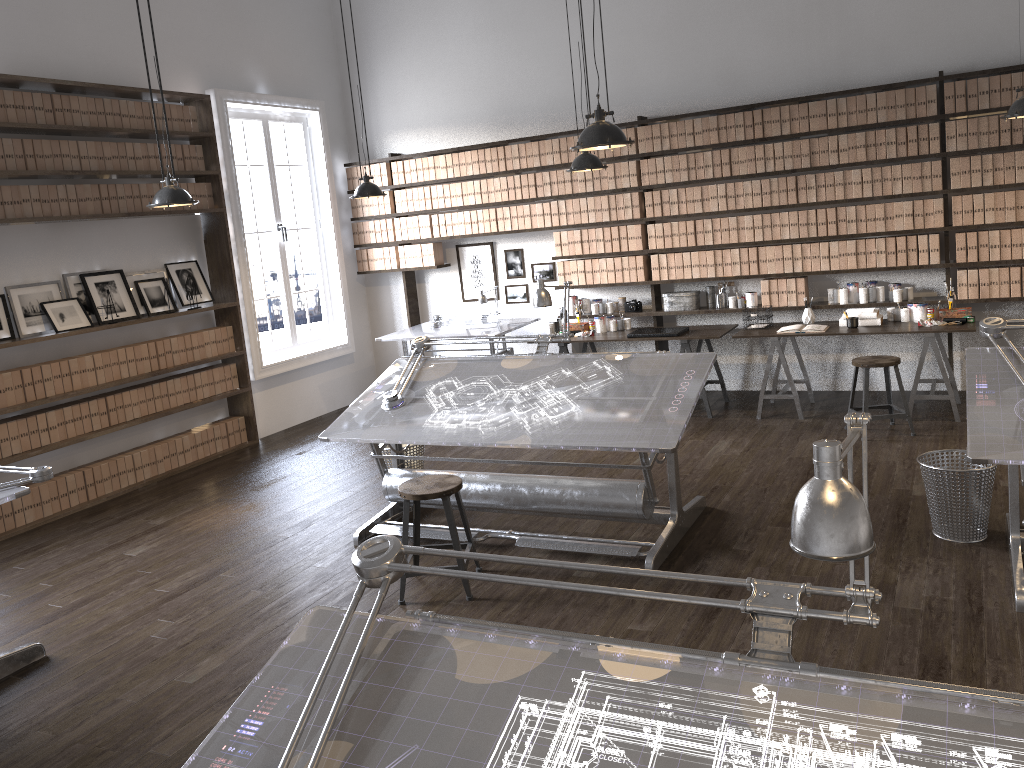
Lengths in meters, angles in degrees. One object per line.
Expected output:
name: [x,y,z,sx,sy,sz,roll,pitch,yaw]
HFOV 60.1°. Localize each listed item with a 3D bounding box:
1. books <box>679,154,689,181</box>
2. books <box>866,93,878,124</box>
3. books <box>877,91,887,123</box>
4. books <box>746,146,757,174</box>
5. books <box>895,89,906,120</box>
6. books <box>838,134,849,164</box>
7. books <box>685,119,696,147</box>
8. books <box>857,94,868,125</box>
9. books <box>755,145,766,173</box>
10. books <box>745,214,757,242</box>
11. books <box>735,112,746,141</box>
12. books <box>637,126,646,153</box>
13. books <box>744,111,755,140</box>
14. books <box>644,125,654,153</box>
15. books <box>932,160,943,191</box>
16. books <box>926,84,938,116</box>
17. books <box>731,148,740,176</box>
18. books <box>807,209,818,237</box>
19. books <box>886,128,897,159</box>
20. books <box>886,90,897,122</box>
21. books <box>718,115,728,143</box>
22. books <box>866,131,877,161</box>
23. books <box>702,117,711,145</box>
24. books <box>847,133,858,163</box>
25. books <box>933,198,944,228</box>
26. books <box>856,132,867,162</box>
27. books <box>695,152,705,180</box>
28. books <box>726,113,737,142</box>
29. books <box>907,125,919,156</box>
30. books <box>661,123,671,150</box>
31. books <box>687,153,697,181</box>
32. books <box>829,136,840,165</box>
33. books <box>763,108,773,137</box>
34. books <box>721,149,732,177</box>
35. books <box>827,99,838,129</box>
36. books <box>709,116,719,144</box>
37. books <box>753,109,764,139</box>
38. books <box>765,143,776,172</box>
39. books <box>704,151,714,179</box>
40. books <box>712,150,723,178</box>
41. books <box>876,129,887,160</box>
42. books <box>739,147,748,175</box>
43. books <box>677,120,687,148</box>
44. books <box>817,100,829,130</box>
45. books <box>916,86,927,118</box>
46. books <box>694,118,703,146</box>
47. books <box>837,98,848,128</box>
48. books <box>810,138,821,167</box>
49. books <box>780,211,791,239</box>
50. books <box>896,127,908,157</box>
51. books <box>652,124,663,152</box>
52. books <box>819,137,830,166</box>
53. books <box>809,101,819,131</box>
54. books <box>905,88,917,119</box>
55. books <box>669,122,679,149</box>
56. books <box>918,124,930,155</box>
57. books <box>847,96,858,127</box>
books: [1.475,-1.822,7.482,0.067,0.224,0.176,-2,10,28]
books: [2.756,-2.099,6.768,0.067,0.224,0.176,-2,10,28]
books: [2.822,-2.099,6.736,0.066,0.224,0.176,-2,10,27]
books: [1.970,-1.824,7.225,0.067,0.224,0.176,-2,10,28]
books: [2.935,-2.099,6.674,0.067,0.224,0.176,-2,10,28]
books: [2.596,-1.827,6.905,0.066,0.224,0.176,-2,10,28]
books: [1.512,-2.094,7.413,0.067,0.224,0.176,-2,10,27]
books: [2.696,-2.099,6.804,0.066,0.224,0.176,-2,10,27]
books: [2.034,-1.824,7.192,0.066,0.224,0.176,-2,10,27]
books: [1.983,-1.284,7.325,0.066,0.224,0.176,-2,10,27]
books: [1.878,-2.096,7.224,0.066,0.224,0.176,-2,10,27]
books: [1.143,-2.094,7.608,0.066,0.224,0.176,-2,10,27]
books: [1.943,-2.097,7.196,0.066,0.224,0.176,-2,10,27]
books: [1.197,-2.093,7.575,0.067,0.224,0.176,-2,10,28]
books: [3.193,-1.560,6.648,0.066,0.224,0.176,-2,10,28]
books: [3.122,-2.100,6.579,0.066,0.224,0.176,-2,10,28]
books: [1.859,-1.825,7.291,0.066,0.224,0.176,-2,10,28]
books: [2.418,-1.286,7.100,0.066,0.224,0.176,-2,10,28]
books: [2.896,-1.828,6.748,0.066,0.224,0.176,-2,10,27]
books: [2.878,-2.100,6.709,0.066,0.224,0.176,-2,10,27]
books: [1.754,-2.096,7.293,0.066,0.224,0.176,-2,10,28]
books: [2.772,-1.828,6.816,0.066,0.224,0.176,-2,10,28]
books: [1.634,-2.096,7.354,0.066,0.224,0.176,-2,10,28]
books: [2.652,-1.828,6.877,0.066,0.224,0.176,-2,10,28]
books: [3.221,-1.288,6.679,0.067,0.224,0.176,-2,10,28]
books: [2.710,-1.827,6.842,0.067,0.224,0.176,-2,10,27]
books: [1.600,-1.824,7.424,0.066,0.224,0.176,-2,10,27]
books: [1.817,-2.096,7.260,0.066,0.224,0.176,-2,10,28]
books: [3.025,-1.828,6.680,0.067,0.224,0.176,-2,10,28]
books: [1.327,-2.094,7.511,0.066,0.224,0.176,-2,10,27]
books: [1.537,-1.824,7.457,0.066,0.224,0.176,-2,10,27]
books: [2.531,-1.826,6.936,0.067,0.224,0.176,-2,10,27]
books: [2.075,-2.097,7.127,0.066,0.224,0.176,-2,10,27]
books: [1.790,-1.824,7.320,0.067,0.224,0.176,-2,10,27]
books: [2.505,-2.097,6.897,0.066,0.224,0.176,-2,10,28]
books: [1.691,-2.095,7.319,0.067,0.224,0.176,-2,10,27]
books: [2.007,-2.096,7.156,0.067,0.224,0.176,-2,10,28]
books: [2.100,-1.825,7.162,0.066,0.224,0.176,-2,10,27]
books: [1.661,-1.823,7.388,0.066,0.224,0.176,-2,10,28]
books: [1.726,-1.825,7.359,0.066,0.224,0.176,-2,10,28]
books: [2.835,-1.828,6.784,0.066,0.224,0.176,-2,10,28]
books: [1.916,-1.825,7.258,0.066,0.224,0.176,-2,10,27]
books: [1.452,-2.095,7.449,0.066,0.224,0.176,-2,10,28]
books: [2.441,-2.097,6.930,0.067,0.224,0.176,-2,10,27]
books: [3.061,-2.101,6.615,0.066,0.224,0.176,-2,10,27]
books: [1.577,-2.095,7.381,0.066,0.224,0.176,-2,10,28]
books: [2.571,-2.098,6.866,0.066,0.224,0.176,-2,10,28]
books: [2.409,-1.827,7.006,0.066,0.224,0.176,-2,10,28]
books: [2.233,-1.285,7.195,0.066,0.224,0.176,-2,10,28]
books: [2.961,-1.829,6.719,0.066,0.224,0.176,-2,10,27]
books: [1.261,-2.093,7.541,0.066,0.224,0.176,-2,10,27]
books: [2.470,-1.827,6.972,0.066,0.224,0.176,-2,10,28]
books: [2.387,-2.098,6.963,0.066,0.224,0.176,-2,10,28]
books: [2.998,-2.101,6.648,0.066,0.224,0.176,-2,10,27]
books: [1.391,-2.095,7.482,0.066,0.224,0.176,-2,10,28]
books: [3.094,-1.829,6.650,0.066,0.224,0.176,-2,10,27]
books: [2.635,-2.099,6.837,0.066,0.224,0.176,-2,10,27]
